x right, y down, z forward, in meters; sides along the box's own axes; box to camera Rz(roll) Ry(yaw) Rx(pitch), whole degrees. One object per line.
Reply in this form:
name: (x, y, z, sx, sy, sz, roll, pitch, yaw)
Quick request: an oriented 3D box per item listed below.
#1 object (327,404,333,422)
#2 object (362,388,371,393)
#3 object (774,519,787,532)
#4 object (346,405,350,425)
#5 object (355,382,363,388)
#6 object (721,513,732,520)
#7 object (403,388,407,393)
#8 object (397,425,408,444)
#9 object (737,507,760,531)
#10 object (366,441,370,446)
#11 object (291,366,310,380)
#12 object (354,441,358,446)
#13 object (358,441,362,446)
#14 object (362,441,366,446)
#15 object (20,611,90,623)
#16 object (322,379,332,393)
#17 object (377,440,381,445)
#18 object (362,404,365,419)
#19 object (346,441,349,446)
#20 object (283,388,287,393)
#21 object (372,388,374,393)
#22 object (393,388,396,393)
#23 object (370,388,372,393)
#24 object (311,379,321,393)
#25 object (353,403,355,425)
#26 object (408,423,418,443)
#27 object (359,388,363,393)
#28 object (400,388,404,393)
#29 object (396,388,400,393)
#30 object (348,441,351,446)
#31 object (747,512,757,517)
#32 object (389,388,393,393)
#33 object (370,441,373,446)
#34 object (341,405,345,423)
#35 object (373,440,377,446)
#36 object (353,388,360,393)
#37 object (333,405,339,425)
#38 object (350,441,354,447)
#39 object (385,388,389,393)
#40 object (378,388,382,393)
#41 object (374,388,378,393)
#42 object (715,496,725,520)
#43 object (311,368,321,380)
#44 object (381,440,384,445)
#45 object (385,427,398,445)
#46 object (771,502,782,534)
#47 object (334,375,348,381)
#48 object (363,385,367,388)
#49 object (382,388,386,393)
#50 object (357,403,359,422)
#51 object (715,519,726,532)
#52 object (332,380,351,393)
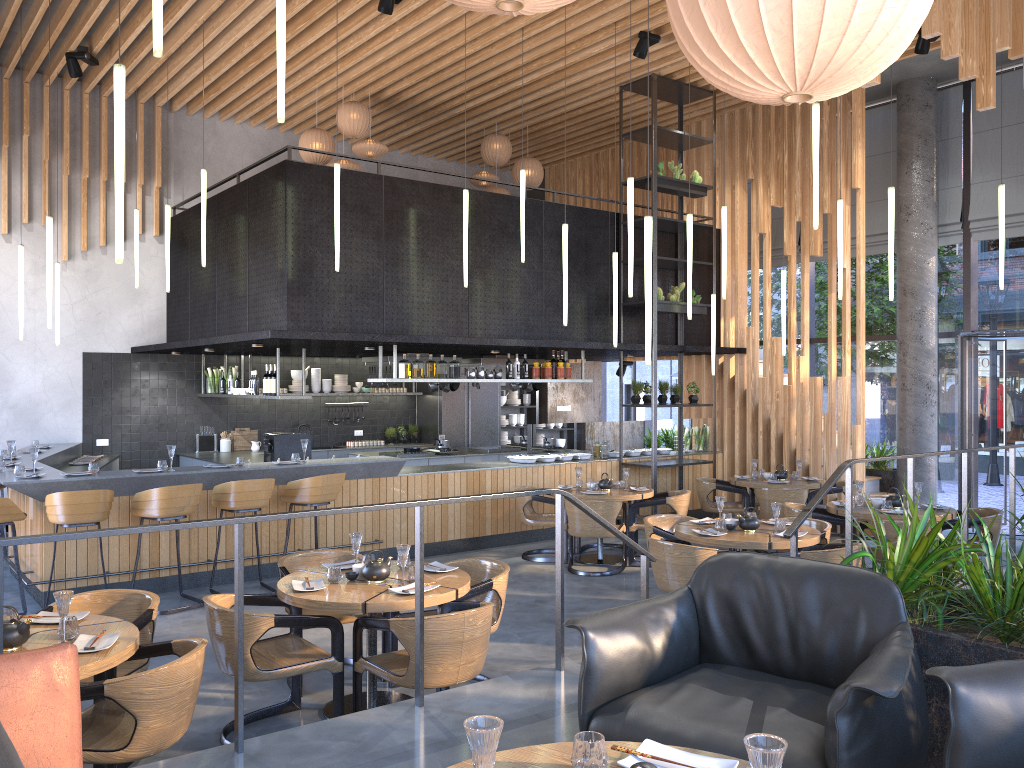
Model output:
object: (-2.835, 0.446, 13.819, 0.103, 0.280, 0.103, 0, 0, 5)
object: (-2.284, 0.102, 13.939, 0.146, 0.073, 0.146, 0, 0, 25)
object: (2.048, 1.081, 6.768, 0.086, 0.086, 0.086, 0, 0, 39)
object: (-2.594, 0.474, 14.057, 0.068, 0.337, 0.024, 0, 0, -37)
object: (-2.412, 0.014, 14.007, 0.118, 0.083, 0.118, 0, 0, 41)
object: (1.726, 1.081, 7.120, 0.086, 0.086, 0.086, 0, 0, -12)
object: (-1.737, 0.101, 14.411, 0.062, 0.078, 0.062, 0, 0, -32)
object: (-1.805, 0.823, 14.545, 0.172, 0.311, 0.179, 0, 0, -26)
object: (1.820, 1.035, 6.814, 0.168, 0.179, 0.163, 0, 0, 17)
object: (-2.284, 0.938, 14.030, 0.062, 0.078, 0.062, 0, 0, -32)
object: (-3.218, -0.152, 13.416, 0.249, 0.243, 0.248, 0, 0, -36)
object: (-2.443, 0.938, 13.910, 0.062, 0.078, 0.062, 0, 0, -32)
object: (-2.391, 0.938, 13.950, 0.062, 0.078, 0.062, 0, 0, -32)
object: (-2.337, 0.938, 13.990, 0.062, 0.078, 0.062, 0, 0, -32)
object: (-2.189, 1.112, 4.214, 0.294, 0.025, 0.170, 0, 0, 1)
object: (-2.853, 0.032, 13.663, 0.143, 0.214, 0.149, 0, 0, -8)
object: (-2.127, 0.938, 14.149, 0.062, 0.078, 0.062, 0, 0, -32)
object: (-2.375, 0.434, 14.174, 0.074, 0.256, 0.074, 0, 0, 8)
object: (-2.583, 0.938, 13.980, 0.062, 0.078, 0.062, 0, 0, -32)
object: (-3.378, 0.098, 13.204, 0.062, 0.078, 0.062, 0, 0, -42)
object: (-2.202, 0.101, 14.145, 0.062, 0.078, 0.062, 0, 0, -32)
object: (-1.894, 0.101, 14.292, 0.062, 0.078, 0.062, 0, 0, -32)
object: (-2.245, 0.101, 14.202, 0.062, 0.078, 0.062, 0, 0, -32)
object: (-2.996, 0.032, 13.555, 0.143, 0.214, 0.149, 0, 0, -8)
object: (-2.515, 0.488, 14.117, 0.033, 0.363, 0.024, 0, 0, -37)
object: (-1.626, 0.795, 14.662, 0.186, 0.367, 0.196, 0, 0, 8)
object: (-2.390, 0.097, 14.070, 0.118, 0.083, 0.118, 0, 0, -5)
object: (-1.789, 0.101, 14.371, 0.062, 0.078, 0.062, 0, 0, -32)
object: (-1.842, 0.101, 14.331, 0.062, 0.078, 0.062, 0, 0, -32)
object: (-2.539, 0.938, 13.923, 0.062, 0.078, 0.062, 0, 0, -32)
object: (1.934, 1.081, 7.158, 0.086, 0.086, 0.086, 0, 0, -12)
object: (-1.946, 0.101, 14.252, 0.062, 0.078, 0.062, 0, 0, -32)
object: (-2.231, 0.938, 14.070, 0.062, 0.078, 0.062, 0, 0, -32)
object: (-2.673, 0.459, 13.988, 0.062, 0.306, 0.038, 0, 0, -37)
object: (-2.179, 0.938, 14.109, 0.062, 0.078, 0.062, 0, 0, -32)
object: (-2.447, 0.097, 13.953, 0.118, 0.083, 0.118, 0, 0, -9)
object: (-2.767, 0.474, 13.922, 0.104, 0.336, 0.031, 0, 0, -38)
object: (-2.498, 0.938, 13.869, 0.062, 0.078, 0.062, 0, 0, -32)
object: (-2.000, 0.101, 14.212, 0.062, 0.078, 0.062, 0, 0, -32)
object: (-2.106, 0.101, 14.132, 0.062, 0.078, 0.062, 0, 0, -32)
object: (-2.161, 0.101, 14.091, 0.062, 0.078, 0.062, 0, 0, -32)
object: (1.660, 1.011, 7.066, 0.082, 0.227, 0.082, 0, 0, 22)
object: (-2.996, -0.133, 13.555, 0.143, 0.214, 0.149, 0, 0, -8)
object: (-2.074, 0.938, 14.189, 0.062, 0.078, 0.062, 0, 0, -32)
object: (-1.966, 0.837, 14.431, 0.211, 0.283, 0.221, 0, 0, -24)
object: (1.991, 1.011, 6.679, 0.082, 0.227, 0.082, 0, 0, -4)
object: (-2.664, -0.091, 13.820, 0.204, 0.106, 0.204, 0, 0, 19)
object: (-2.357, 0.060, 14.087, 0.111, 0.082, 0.019, 0, 0, -27)
object: (-2.053, 0.101, 14.172, 0.062, 0.078, 0.062, 0, 0, -32)
object: (-2.462, 0.455, 14.167, 0.035, 0.298, 0.032, 0, 0, 5)
object: (1.590, 1.081, 6.763, 0.086, 0.086, 0.086, 0, 0, 10)
object: (-2.665, 0.042, 13.817, 0.304, 0.195, 0.300, 0, 0, -26)
